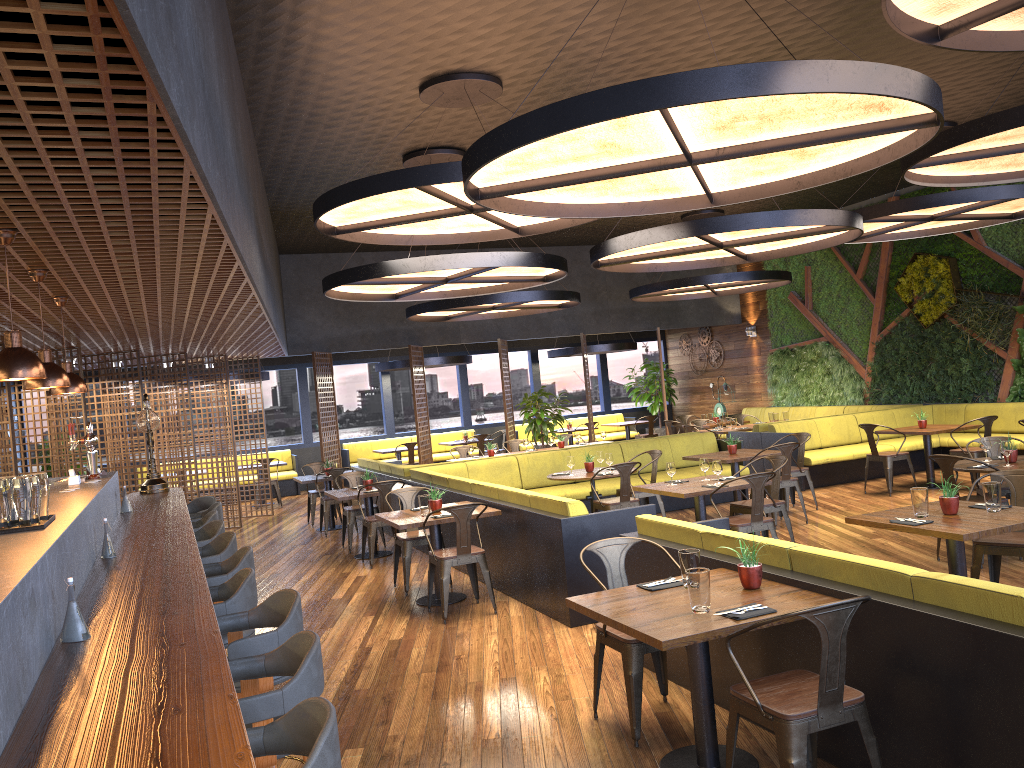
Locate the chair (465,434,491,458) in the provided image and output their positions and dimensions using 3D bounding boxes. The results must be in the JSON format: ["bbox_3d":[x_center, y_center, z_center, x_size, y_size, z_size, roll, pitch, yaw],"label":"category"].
[{"bbox_3d":[-0.648,1.452,17.615,0.504,0.917,0.541,-5,0,-21],"label":"chair"}]

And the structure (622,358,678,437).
[{"bbox_3d":[3.457,0.451,21.255,1.493,2.184,1.272,-5,0,-21],"label":"structure"}]

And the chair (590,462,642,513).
[{"bbox_3d":[1.114,1.265,9.306,0.504,0.917,0.541,-5,0,-21],"label":"chair"}]

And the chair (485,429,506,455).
[{"bbox_3d":[-0.336,1.425,18.477,0.541,0.917,0.504,-5,0,-21],"label":"chair"}]

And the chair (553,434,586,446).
[{"bbox_3d":[0.994,1.292,14.716,0.504,0.917,0.541,-5,0,-21],"label":"chair"}]

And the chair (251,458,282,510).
[{"bbox_3d":[-4.459,1.798,16.106,0.504,0.917,0.541,-5,0,-21],"label":"chair"}]

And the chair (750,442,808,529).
[{"bbox_3d":[2.931,1.100,9.812,0.504,0.917,0.541,-5,0,-21],"label":"chair"}]

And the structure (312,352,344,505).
[{"bbox_3d":[-3.210,0.788,15.540,0.050,2.700,0.852,-5,0,8],"label":"structure"}]

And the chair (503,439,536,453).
[{"bbox_3d":[0.159,1.368,14.386,0.504,0.917,0.541,-5,0,-21],"label":"chair"}]

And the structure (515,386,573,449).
[{"bbox_3d":[0.550,0.916,16.311,0.993,1.763,1.166,-5,0,39],"label":"structure"}]

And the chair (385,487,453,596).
[{"bbox_3d":[-0.888,1.447,8.330,0.504,0.917,0.541,-5,0,-21],"label":"chair"}]

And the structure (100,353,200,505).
[{"bbox_3d":[-5.154,0.959,12.691,1.319,2.700,0.050,-5,0,8],"label":"structure"}]

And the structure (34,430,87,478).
[{"bbox_3d":[-8.399,1.740,16.641,0.993,1.763,1.166,-5,0,39],"label":"structure"}]

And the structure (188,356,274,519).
[{"bbox_3d":[-4.800,0.933,15.072,1.319,2.700,0.050,-5,0,8],"label":"structure"}]

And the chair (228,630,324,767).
[{"bbox_3d":[-0.785,1.356,2.811,0.438,1.048,0.483,-5,0,7],"label":"chair"}]

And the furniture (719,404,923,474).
[{"bbox_3d":[4.347,0.989,15.735,3.378,0.916,4.755,-5,0,-22],"label":"furniture"}]

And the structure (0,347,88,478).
[{"bbox_3d":[-5.508,0.984,10.310,1.319,2.700,0.050,-5,0,8],"label":"structure"}]

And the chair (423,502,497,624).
[{"bbox_3d":[-0.434,1.401,7.172,0.504,0.917,0.541,-5,0,-21],"label":"chair"}]

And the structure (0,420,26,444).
[{"bbox_3d":[-8.595,0.862,15.253,0.293,0.563,1.220,-5,0,-22],"label":"structure"}]

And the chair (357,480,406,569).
[{"bbox_3d":[-1.405,1.498,9.687,0.504,0.917,0.541,-5,0,-21],"label":"chair"}]

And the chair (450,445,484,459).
[{"bbox_3d":[-0.681,1.444,14.053,0.504,0.917,0.541,-5,0,-21],"label":"chair"}]

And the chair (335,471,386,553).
[{"bbox_3d":[-1.859,1.543,10.847,0.504,0.917,0.541,-5,0,-21],"label":"chair"}]

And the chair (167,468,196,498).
[{"bbox_3d":[-5.783,1.918,15.582,0.504,0.917,0.541,-5,0,-21],"label":"chair"}]

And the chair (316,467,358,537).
[{"bbox_3d":[-2.414,1.598,12.198,0.504,0.917,0.541,-5,0,-21],"label":"chair"}]

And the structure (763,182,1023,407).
[{"bbox_3d":[6.909,-1.097,14.217,0.918,4.593,9.182,-5,0,-22],"label":"structure"}]

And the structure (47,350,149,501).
[{"bbox_3d":[-5.331,0.972,11.501,1.319,2.700,0.050,-5,0,8],"label":"structure"}]

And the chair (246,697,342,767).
[{"bbox_3d":[-0.606,1.338,2.147,0.483,1.048,0.438,-5,0,40],"label":"chair"}]

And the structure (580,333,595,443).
[{"bbox_3d":[1.515,0.359,17.411,0.050,2.700,0.852,-5,0,8],"label":"structure"}]

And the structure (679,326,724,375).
[{"bbox_3d":[4.394,-0.801,20.766,0.058,1.178,1.791,-5,0,-21],"label":"structure"}]

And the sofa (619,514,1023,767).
[{"bbox_3d":[1.718,1.199,4.371,0.966,0.914,3.061,-5,0,-22],"label":"sofa"}]

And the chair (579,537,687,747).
[{"bbox_3d":[0.666,1.293,4.616,0.504,0.917,0.541,-5,0,-21],"label":"chair"}]

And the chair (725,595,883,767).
[{"bbox_3d":[1.127,1.247,3.440,0.504,0.917,0.541,-5,0,-21],"label":"chair"}]

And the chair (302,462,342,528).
[{"bbox_3d":[-2.861,1.643,13.339,0.504,0.917,0.541,-5,0,-21],"label":"chair"}]

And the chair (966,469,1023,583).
[{"bbox_3d":[3.315,1.053,5.856,0.541,0.917,0.504,-5,0,-44],"label":"chair"}]

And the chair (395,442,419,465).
[{"bbox_3d":[-1.973,1.572,17.090,0.504,0.917,0.541,-5,0,-21],"label":"chair"}]

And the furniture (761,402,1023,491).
[{"bbox_3d":[6.037,0.822,11.421,3.372,0.914,4.503,-5,0,-22],"label":"furniture"}]

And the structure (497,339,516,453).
[{"bbox_3d":[-0.060,0.502,16.787,0.050,2.700,0.852,-5,0,8],"label":"structure"}]

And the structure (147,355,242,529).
[{"bbox_3d":[-4.977,0.946,13.882,1.319,2.700,0.050,-5,0,8],"label":"structure"}]

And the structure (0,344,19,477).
[{"bbox_3d":[-5.685,0.997,9.120,1.319,2.700,0.050,-5,0,8],"label":"structure"}]

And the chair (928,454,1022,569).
[{"bbox_3d":[3.805,1.012,7.360,0.541,0.917,0.504,-5,0,-21],"label":"chair"}]

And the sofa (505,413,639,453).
[{"bbox_3d":[1.426,1.273,20.599,3.061,0.914,0.966,-5,0,-22],"label":"sofa"}]

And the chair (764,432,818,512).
[{"bbox_3d":[3.340,1.065,10.670,0.541,0.917,0.504,-5,0,-21],"label":"chair"}]

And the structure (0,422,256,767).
[{"bbox_3d":[-2.883,0.725,4.066,2.700,2.700,9.298,-5,0,-22],"label":"structure"}]

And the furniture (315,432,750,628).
[{"bbox_3d":[0.945,1.289,10.849,4.895,0.914,7.462,-5,0,-26],"label":"furniture"}]

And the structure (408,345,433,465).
[{"bbox_3d":[-1.635,0.645,16.163,0.050,2.700,0.852,-5,0,8],"label":"structure"}]

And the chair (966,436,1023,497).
[{"bbox_3d":[4.456,0.954,8.057,0.504,0.917,0.541,-5,0,18],"label":"chair"}]

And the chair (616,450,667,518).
[{"bbox_3d":[1.470,1.235,10.113,0.541,0.917,0.504,-5,0,-21],"label":"chair"}]

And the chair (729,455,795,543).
[{"bbox_3d":[2.337,1.150,8.325,0.541,0.917,0.504,-5,0,-21],"label":"chair"}]

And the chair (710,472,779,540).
[{"bbox_3d":[1.955,1.183,7.421,0.504,0.917,0.541,-5,0,-21],"label":"chair"}]

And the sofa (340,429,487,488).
[{"bbox_3d":[-2.085,1.592,19.209,3.061,0.914,0.966,-5,0,-22],"label":"sofa"}]

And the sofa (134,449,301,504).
[{"bbox_3d":[-5.859,1.935,17.715,3.061,0.914,0.966,-5,0,-22],"label":"sofa"}]

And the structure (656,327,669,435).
[{"bbox_3d":[3.090,0.216,18.034,0.050,2.700,0.852,-5,0,8],"label":"structure"}]
